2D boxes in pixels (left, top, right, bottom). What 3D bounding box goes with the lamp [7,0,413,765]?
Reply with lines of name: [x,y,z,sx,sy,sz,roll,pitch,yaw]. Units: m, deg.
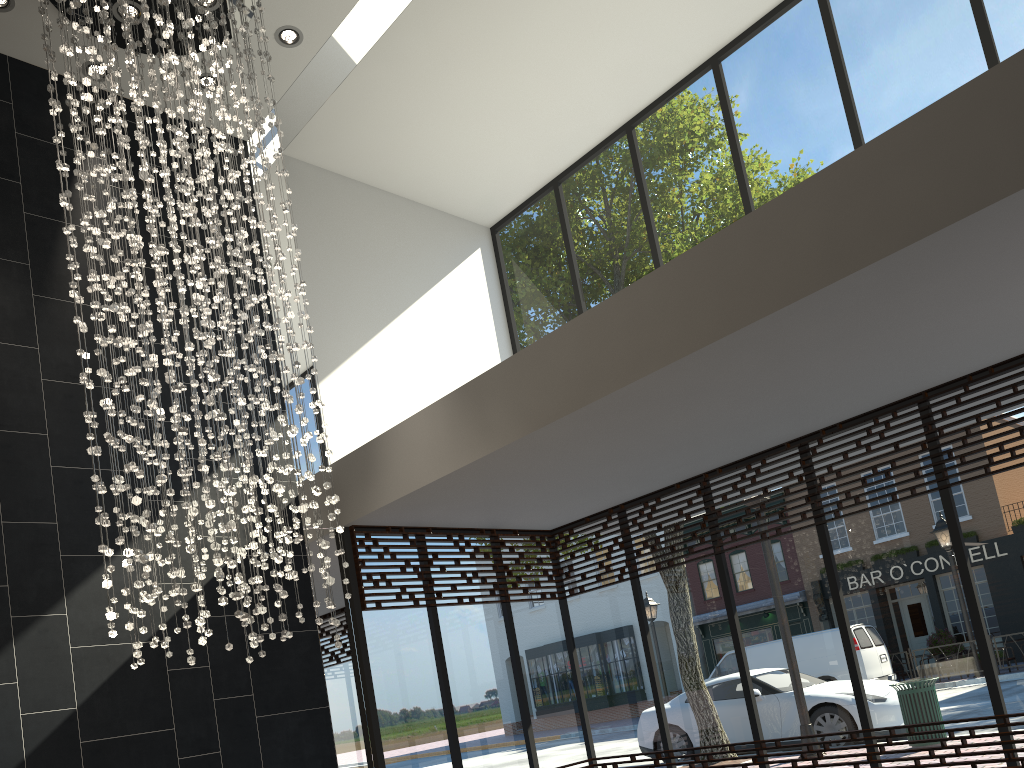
lamp: [-12.482,-43.345,4.666,396.395,108.685,424.383,-3,-21,-19]

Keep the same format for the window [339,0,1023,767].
window: [1.572,-0.077,5.244,2.355,5.732,6.436,-1,-17,-44]
